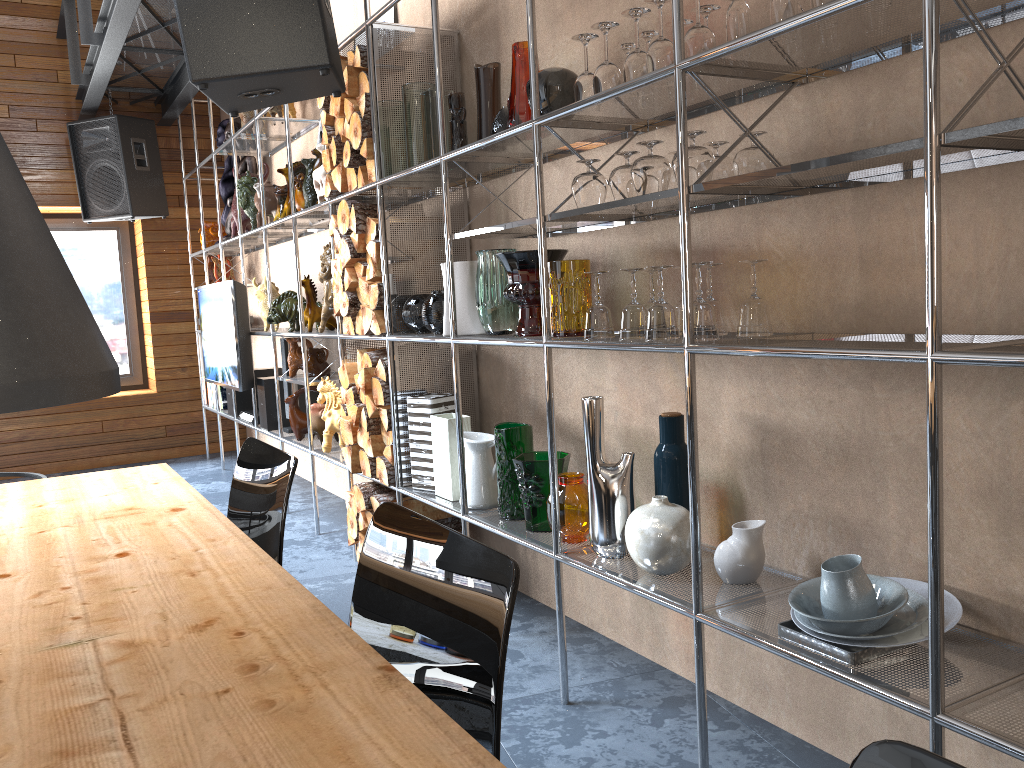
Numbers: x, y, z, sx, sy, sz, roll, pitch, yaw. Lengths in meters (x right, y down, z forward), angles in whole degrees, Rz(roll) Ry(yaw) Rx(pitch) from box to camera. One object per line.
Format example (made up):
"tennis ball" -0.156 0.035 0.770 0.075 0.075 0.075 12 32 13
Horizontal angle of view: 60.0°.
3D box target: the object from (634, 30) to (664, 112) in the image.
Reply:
"object" 0.345 -0.783 2.227 0.071 0.184 0.070 1 7 37

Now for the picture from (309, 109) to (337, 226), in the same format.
"picture" -0.933 -1.163 4.608 0.136 0.625 0.544 -6 6 -29

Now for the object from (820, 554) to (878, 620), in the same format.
"object" 0.647 0.398 1.707 0.098 0.136 0.101 2 8 44

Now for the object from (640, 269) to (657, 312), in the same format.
"object" 0.369 -0.216 2.334 0.081 0.170 0.081 -3 5 -3

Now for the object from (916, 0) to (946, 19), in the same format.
"object" 0.729 -0.740 1.544 0.060 0.191 0.060 -3 5 -3

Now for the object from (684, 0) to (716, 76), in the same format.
"object" 0.394 -0.752 1.876 0.071 0.184 0.070 1 7 37

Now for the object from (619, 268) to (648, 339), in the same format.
"object" 0.299 -0.197 2.172 0.081 0.170 0.081 -7 6 -33

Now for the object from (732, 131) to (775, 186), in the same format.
"object" 0.540 -0.495 1.982 0.092 0.124 0.092 -3 5 -3

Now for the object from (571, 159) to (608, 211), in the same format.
"object" 0.197 -0.503 2.251 0.092 0.124 0.092 -3 5 -3

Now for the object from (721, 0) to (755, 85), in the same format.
"object" 0.503 -0.767 1.974 0.071 0.184 0.070 1 7 37

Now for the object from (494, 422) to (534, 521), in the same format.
"object" 0.010 0.273 2.802 0.125 0.295 0.130 -3 5 -4

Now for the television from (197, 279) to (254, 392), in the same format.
"television" -1.781 -0.308 5.518 0.115 0.638 1.075 -6 6 -29

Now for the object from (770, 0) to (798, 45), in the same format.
"object" 0.509 -0.740 1.665 0.060 0.191 0.060 -3 5 -3

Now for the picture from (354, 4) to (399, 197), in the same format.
"picture" -0.637 -1.253 4.118 0.090 0.863 0.530 -6 6 -29

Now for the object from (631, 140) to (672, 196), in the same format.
"object" 0.317 -0.488 2.026 0.092 0.124 0.092 -3 5 -3

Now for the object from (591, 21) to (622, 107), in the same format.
"object" 0.228 -0.768 2.136 0.071 0.184 0.070 1 7 37

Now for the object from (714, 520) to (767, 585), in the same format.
"object" 0.535 0.393 2.078 0.102 0.142 0.100 2 7 40

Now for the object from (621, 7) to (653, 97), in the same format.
"object" 0.290 -0.762 2.046 0.071 0.184 0.070 1 7 37

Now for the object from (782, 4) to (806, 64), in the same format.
"object" 0.575 -0.758 1.816 0.060 0.191 0.060 -3 5 -3

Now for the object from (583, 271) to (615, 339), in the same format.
"object" 0.221 -0.203 2.283 0.081 0.170 0.081 -3 5 -3

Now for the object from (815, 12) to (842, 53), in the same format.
"object" 0.619 -0.753 1.739 0.060 0.191 0.060 -3 5 -3

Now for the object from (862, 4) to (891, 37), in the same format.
"object" 0.674 -0.747 1.641 0.060 0.191 0.060 -2 5 7

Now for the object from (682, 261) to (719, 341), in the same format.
"object" 0.411 -0.181 1.947 0.081 0.170 0.081 -3 5 -3

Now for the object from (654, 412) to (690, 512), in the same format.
"object" 0.423 0.260 2.319 0.099 0.372 0.099 -1 6 20

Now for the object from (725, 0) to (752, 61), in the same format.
"object" 0.451 -0.747 1.769 0.060 0.191 0.060 -3 5 -3

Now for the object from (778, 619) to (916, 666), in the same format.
"object" 0.646 0.482 1.714 0.184 0.024 0.184 -6 6 -29

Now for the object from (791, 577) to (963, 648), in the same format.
"object" 0.707 0.446 1.732 0.308 0.058 0.311 -5 6 -21

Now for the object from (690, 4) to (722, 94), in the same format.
"object" 0.451 -0.772 2.052 0.071 0.184 0.070 1 7 37

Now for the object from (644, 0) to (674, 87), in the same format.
"object" 0.330 -0.756 1.959 0.071 0.184 0.070 1 7 37

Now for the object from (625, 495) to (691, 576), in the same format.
"object" 0.366 0.369 2.172 0.177 0.188 0.177 -2 6 12

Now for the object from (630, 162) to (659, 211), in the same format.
"object" 0.345 -0.518 2.328 0.092 0.124 0.092 -3 5 -3

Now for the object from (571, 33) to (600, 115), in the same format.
"object" 0.187 -0.774 2.222 0.071 0.184 0.070 1 7 37

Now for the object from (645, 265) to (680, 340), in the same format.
"object" 0.349 -0.190 2.074 0.081 0.170 0.081 -7 6 -33

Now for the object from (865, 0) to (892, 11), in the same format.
"object" 0.611 -0.728 1.484 0.060 0.191 0.060 -3 5 -3

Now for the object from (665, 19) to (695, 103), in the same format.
"object" 0.408 -0.779 2.149 0.071 0.184 0.070 1 7 37

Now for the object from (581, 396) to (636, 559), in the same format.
"object" 0.261 0.242 2.338 0.129 0.420 0.129 -6 6 -25

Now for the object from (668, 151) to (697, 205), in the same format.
"object" 0.420 -0.509 2.196 0.092 0.124 0.092 -3 5 -3

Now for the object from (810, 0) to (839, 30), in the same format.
"object" 0.557 -0.735 1.581 0.060 0.191 0.060 -3 5 -3

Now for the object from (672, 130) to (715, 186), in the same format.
"object" 0.394 -0.482 1.931 0.092 0.124 0.092 -3 5 -3

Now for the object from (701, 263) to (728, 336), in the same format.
"object" 0.473 -0.202 2.125 0.081 0.170 0.081 -7 6 -33

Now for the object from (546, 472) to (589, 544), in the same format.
"object" 0.169 0.348 2.498 0.145 0.188 0.145 -7 7 -37

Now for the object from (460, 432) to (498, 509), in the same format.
"object" -0.097 0.286 2.983 0.171 0.245 0.146 -3 5 1

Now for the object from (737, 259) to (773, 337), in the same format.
"object" 0.549 -0.195 2.012 0.081 0.170 0.081 -3 5 -3

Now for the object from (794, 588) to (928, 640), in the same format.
"object" 0.679 0.445 1.727 0.246 0.052 0.249 -5 6 -21

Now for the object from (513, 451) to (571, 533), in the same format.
"object" 0.095 0.322 2.644 0.157 0.219 0.161 -1 6 17

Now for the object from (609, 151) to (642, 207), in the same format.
"object" 0.282 -0.498 2.157 0.092 0.124 0.092 -3 5 -3

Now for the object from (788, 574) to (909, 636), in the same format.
"object" 0.646 0.432 1.708 0.215 0.080 0.218 -5 6 -21

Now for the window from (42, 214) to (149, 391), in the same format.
"window" -5.561 -0.397 5.811 5.936 1.521 0.101 -6 6 -29

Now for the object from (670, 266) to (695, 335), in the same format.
"object" 0.433 -0.210 2.228 0.081 0.170 0.081 -7 6 -33

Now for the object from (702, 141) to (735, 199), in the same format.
"object" 0.481 -0.502 2.086 0.092 0.124 0.092 -3 5 -3
